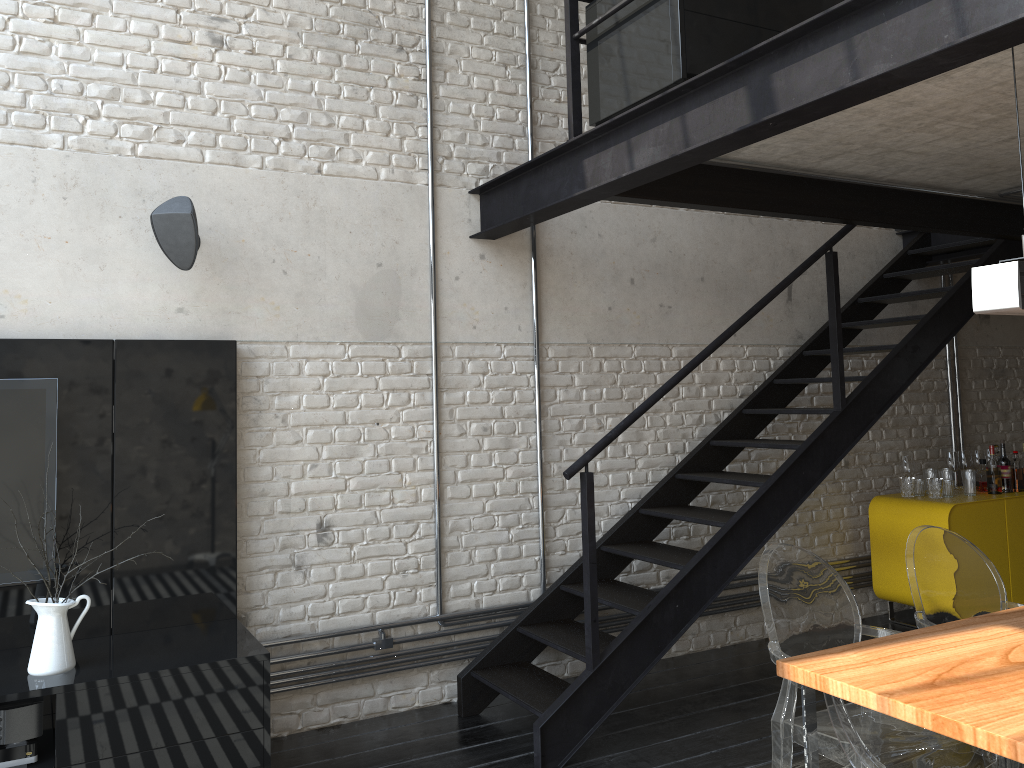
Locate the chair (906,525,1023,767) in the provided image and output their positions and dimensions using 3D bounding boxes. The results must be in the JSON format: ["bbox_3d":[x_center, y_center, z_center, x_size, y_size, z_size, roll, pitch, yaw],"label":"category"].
[{"bbox_3d":[1.607,0.980,2.914,0.540,0.944,0.587,0,-4,-18],"label":"chair"}]

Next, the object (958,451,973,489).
[{"bbox_3d":[2.995,0.565,5.849,0.092,0.246,0.092,-3,-4,22],"label":"object"}]

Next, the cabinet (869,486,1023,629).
[{"bbox_3d":[3.327,1.064,5.770,2.200,0.773,0.546,-1,-3,-28],"label":"cabinet"}]

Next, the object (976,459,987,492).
[{"bbox_3d":[3.001,0.581,5.631,0.087,0.207,0.087,-1,-4,-3],"label":"object"}]

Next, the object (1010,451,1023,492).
[{"bbox_3d":[3.189,0.552,5.590,0.099,0.259,0.067,0,-5,-23],"label":"object"}]

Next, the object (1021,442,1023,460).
[{"bbox_3d":[3.288,0.526,5.651,0.081,0.308,0.081,1,-5,-34],"label":"object"}]

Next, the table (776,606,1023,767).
[{"bbox_3d":[2.105,1.065,2.539,2.672,0.736,0.924,-1,-2,-28],"label":"table"}]

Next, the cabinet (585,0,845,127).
[{"bbox_3d":[1.857,-1.344,4.186,3.179,0.554,0.604,-1,-3,-28],"label":"cabinet"}]

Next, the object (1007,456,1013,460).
[{"bbox_3d":[3.236,0.574,5.739,0.101,0.212,0.100,-1,-4,-13],"label":"object"}]

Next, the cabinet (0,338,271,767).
[{"bbox_3d":[-2.418,0.692,2.800,3.105,1.731,0.730,-1,-4,-28],"label":"cabinet"}]

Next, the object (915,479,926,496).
[{"bbox_3d":[2.526,0.645,5.500,0.092,0.100,0.092,-2,-3,9],"label":"object"}]

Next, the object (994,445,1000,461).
[{"bbox_3d":[3.119,0.537,5.686,0.114,0.293,0.114,-1,-4,0],"label":"object"}]

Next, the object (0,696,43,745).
[{"bbox_3d":[-1.814,1.111,2.946,0.446,0.131,0.406,-1,-1,-28],"label":"object"}]

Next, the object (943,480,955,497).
[{"bbox_3d":[2.657,0.640,5.405,0.092,0.100,0.092,-2,-3,9],"label":"object"}]

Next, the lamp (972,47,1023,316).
[{"bbox_3d":[1.660,-0.632,2.472,1.088,0.894,0.124,0,-5,-28],"label":"lamp"}]

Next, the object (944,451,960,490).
[{"bbox_3d":[2.883,0.567,5.796,0.092,0.246,0.092,-3,-4,22],"label":"object"}]

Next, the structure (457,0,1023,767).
[{"bbox_3d":[2.502,-0.248,2.991,3.786,3.355,4.768,0,-3,-28],"label":"structure"}]

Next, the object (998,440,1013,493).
[{"bbox_3d":[3.090,0.516,5.557,0.079,0.331,0.079,2,-6,-37],"label":"object"}]

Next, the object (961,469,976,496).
[{"bbox_3d":[2.819,0.608,5.456,0.087,0.156,0.087,0,-4,-16],"label":"object"}]

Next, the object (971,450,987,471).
[{"bbox_3d":[3.116,0.563,5.904,0.092,0.246,0.092,-3,-4,22],"label":"object"}]

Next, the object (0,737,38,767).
[{"bbox_3d":[-1.823,1.206,2.935,0.441,0.059,0.370,-1,-1,-28],"label":"object"}]

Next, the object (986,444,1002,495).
[{"bbox_3d":[2.993,0.530,5.501,0.081,0.310,0.081,2,-5,-36],"label":"object"}]

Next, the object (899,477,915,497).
[{"bbox_3d":[2.434,0.636,5.445,0.095,0.120,0.095,-3,-3,24],"label":"object"}]

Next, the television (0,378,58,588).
[{"bbox_3d":[-2.342,0.376,3.108,1.318,0.776,0.071,-1,-4,-28],"label":"television"}]

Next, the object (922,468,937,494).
[{"bbox_3d":[2.646,0.615,5.595,0.087,0.156,0.087,0,-4,-16],"label":"object"}]

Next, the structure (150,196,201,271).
[{"bbox_3d":[-1.378,-0.624,3.681,0.178,0.307,0.356,-1,-3,-10],"label":"structure"}]

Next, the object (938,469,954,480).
[{"bbox_3d":[2.706,0.612,5.510,0.087,0.156,0.087,0,-4,-16],"label":"object"}]

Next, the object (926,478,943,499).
[{"bbox_3d":[2.562,0.631,5.355,0.095,0.120,0.095,-1,-3,-11],"label":"object"}]

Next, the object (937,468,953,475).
[{"bbox_3d":[2.745,0.612,5.599,0.087,0.156,0.087,0,-4,-16],"label":"object"}]

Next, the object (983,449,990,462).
[{"bbox_3d":[3.226,0.561,5.963,0.092,0.246,0.092,-3,-4,22],"label":"object"}]

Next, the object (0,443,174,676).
[{"bbox_3d":[-1.518,0.592,3.023,0.698,0.785,0.350,0,-4,-31],"label":"object"}]

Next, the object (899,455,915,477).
[{"bbox_3d":[2.489,0.574,5.568,0.092,0.246,0.092,3,-6,-45],"label":"object"}]

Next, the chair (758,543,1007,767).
[{"bbox_3d":[1.028,0.991,2.637,0.540,0.944,0.587,0,-4,-28],"label":"chair"}]
